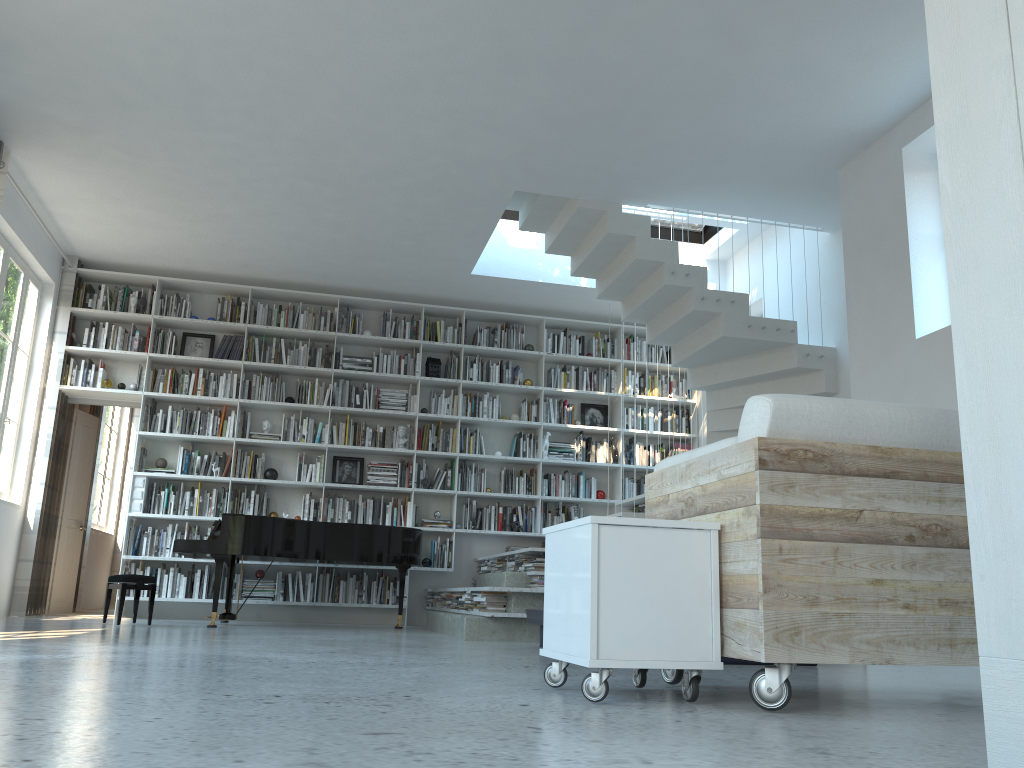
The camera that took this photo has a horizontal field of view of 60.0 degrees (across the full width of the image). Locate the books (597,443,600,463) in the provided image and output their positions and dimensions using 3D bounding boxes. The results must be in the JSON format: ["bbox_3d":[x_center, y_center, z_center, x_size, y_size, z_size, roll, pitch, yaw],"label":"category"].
[{"bbox_3d":[0.879,0.737,9.207,0.028,0.234,0.129,5,-14,-12],"label":"books"}]

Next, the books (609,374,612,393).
[{"bbox_3d":[1.019,0.030,9.383,0.022,0.233,0.159,5,-14,-12],"label":"books"}]

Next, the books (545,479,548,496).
[{"bbox_3d":[0.330,1.066,8.978,0.022,0.183,0.163,5,-14,-12],"label":"books"}]

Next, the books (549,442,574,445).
[{"bbox_3d":[0.483,0.620,9.125,0.285,0.012,0.160,4,-14,-10],"label":"books"}]

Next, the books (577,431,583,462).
[{"bbox_3d":[0.700,0.662,9.144,0.010,0.338,0.180,5,-14,-12],"label":"books"}]

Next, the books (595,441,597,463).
[{"bbox_3d":[0.850,0.727,9.204,0.031,0.249,0.133,5,-14,-12],"label":"books"}]

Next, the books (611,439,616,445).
[{"bbox_3d":[1.065,0.729,9.255,0.029,0.283,0.139,5,-13,-12],"label":"books"}]

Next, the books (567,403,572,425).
[{"bbox_3d":[0.585,0.339,9.205,0.021,0.252,0.167,5,-14,-12],"label":"books"}]

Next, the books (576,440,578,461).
[{"bbox_3d":[0.644,0.710,9.156,0.023,0.246,0.138,5,-14,-12],"label":"books"}]

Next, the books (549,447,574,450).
[{"bbox_3d":[0.482,0.678,9.111,0.285,0.012,0.160,4,-14,-10],"label":"books"}]

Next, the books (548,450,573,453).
[{"bbox_3d":[0.482,0.700,9.100,0.254,0.012,0.161,4,-14,-8],"label":"books"}]

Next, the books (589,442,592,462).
[{"bbox_3d":[0.799,0.710,9.198,0.010,0.277,0.129,5,-13,-12],"label":"books"}]

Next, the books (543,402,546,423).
[{"bbox_3d":[0.320,0.321,9.168,0.030,0.253,0.128,5,-13,-12],"label":"books"}]

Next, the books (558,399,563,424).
[{"bbox_3d":[0.492,0.314,9.186,0.012,0.286,0.177,5,-14,-12],"label":"books"}]

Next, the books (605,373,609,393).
[{"bbox_3d":[0.983,0.021,9.366,0.030,0.240,0.162,5,-14,-12],"label":"books"}]

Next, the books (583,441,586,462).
[{"bbox_3d":[0.716,0.715,9.144,0.030,0.236,0.179,5,-14,-12],"label":"books"}]

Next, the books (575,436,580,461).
[{"bbox_3d":[0.671,0.693,9.159,0.012,0.284,0.160,5,-14,-12],"label":"books"}]

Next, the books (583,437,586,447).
[{"bbox_3d":[0.734,0.700,9.170,0.013,0.279,0.131,5,-13,-12],"label":"books"}]

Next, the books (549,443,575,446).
[{"bbox_3d":[0.483,0.631,9.122,0.285,0.012,0.160,5,-14,-14],"label":"books"}]

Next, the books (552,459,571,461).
[{"bbox_3d":[0.475,0.794,9.079,0.285,0.012,0.160,4,-14,-9],"label":"books"}]

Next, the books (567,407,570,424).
[{"bbox_3d":[0.558,0.356,9.195,0.033,0.212,0.153,5,-14,-12],"label":"books"}]

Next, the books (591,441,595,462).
[{"bbox_3d":[0.824,0.724,9.179,0.031,0.241,0.147,5,-14,-12],"label":"books"}]

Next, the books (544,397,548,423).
[{"bbox_3d":[0.345,0.297,9.166,0.015,0.300,0.141,5,-13,-12],"label":"books"}]

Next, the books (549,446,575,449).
[{"bbox_3d":[0.484,0.665,9.107,0.285,0.012,0.160,6,-14,-17],"label":"books"}]

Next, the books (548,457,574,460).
[{"bbox_3d":[0.477,0.770,9.082,0.285,0.012,0.160,4,-14,-8],"label":"books"}]

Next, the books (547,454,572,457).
[{"bbox_3d":[0.476,0.748,9.094,0.254,0.012,0.161,4,-14,-10],"label":"books"}]

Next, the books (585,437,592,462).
[{"bbox_3d":[0.772,0.699,9.166,0.059,0.281,0.167,5,-14,-12],"label":"books"}]

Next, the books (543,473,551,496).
[{"bbox_3d":[0.358,1.039,8.987,0.047,0.243,0.177,5,-14,-12],"label":"books"}]

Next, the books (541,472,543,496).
[{"bbox_3d":[0.290,1.032,8.990,0.012,0.253,0.161,5,-14,-12],"label":"books"}]

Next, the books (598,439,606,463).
[{"bbox_3d":[0.936,0.717,9.192,0.021,0.270,0.192,5,-14,-12],"label":"books"}]

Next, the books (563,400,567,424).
[{"bbox_3d":[0.537,0.318,9.194,0.014,0.284,0.176,5,-14,-12],"label":"books"}]

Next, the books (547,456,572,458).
[{"bbox_3d":[0.476,0.759,9.087,0.254,0.012,0.161,4,-14,-9],"label":"books"}]

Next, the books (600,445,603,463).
[{"bbox_3d":[0.907,0.748,9.204,0.025,0.212,0.156,5,-14,-12],"label":"books"}]

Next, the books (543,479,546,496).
[{"bbox_3d":[0.308,1.064,8.975,0.023,0.186,0.160,5,-14,-12],"label":"books"}]

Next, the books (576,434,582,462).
[{"bbox_3d":[0.689,0.680,9.138,0.011,0.299,0.184,5,-14,-12],"label":"books"}]

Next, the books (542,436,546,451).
[{"bbox_3d":[0.317,0.671,9.080,0.028,0.266,0.138,5,-14,-12],"label":"books"}]

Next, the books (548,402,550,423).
[{"bbox_3d":[0.359,0.322,9.154,0.011,0.247,0.156,5,-14,-12],"label":"books"}]

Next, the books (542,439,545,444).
[{"bbox_3d":[0.296,0.684,9.040,0.027,0.221,0.184,5,-14,-12],"label":"books"}]

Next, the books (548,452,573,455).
[{"bbox_3d":[0.479,0.724,9.094,0.254,0.012,0.161,6,-14,-17],"label":"books"}]

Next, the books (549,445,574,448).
[{"bbox_3d":[0.482,0.655,9.117,0.285,0.012,0.160,4,-14,-10],"label":"books"}]

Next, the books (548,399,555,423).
[{"bbox_3d":[0.396,0.307,9.172,0.065,0.288,0.146,5,-14,-12],"label":"books"}]

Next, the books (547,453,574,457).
[{"bbox_3d":[0.477,0.737,9.097,0.285,0.012,0.160,5,-14,-14],"label":"books"}]

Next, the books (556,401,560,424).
[{"bbox_3d":[0.460,0.326,9.201,0.043,0.268,0.131,5,-13,-12],"label":"books"}]

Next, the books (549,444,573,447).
[{"bbox_3d":[0.483,0.643,9.119,0.254,0.012,0.161,4,-14,-10],"label":"books"}]

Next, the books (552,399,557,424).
[{"bbox_3d":[0.435,0.313,9.187,0.012,0.284,0.160,5,-14,-12],"label":"books"}]

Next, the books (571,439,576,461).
[{"bbox_3d":[0.631,0.702,9.136,0.012,0.253,0.161,5,-14,-12],"label":"books"}]

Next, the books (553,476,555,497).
[{"bbox_3d":[0.410,1.053,8.995,0.011,0.222,0.163,5,-14,-12],"label":"books"}]

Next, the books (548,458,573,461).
[{"bbox_3d":[0.476,0.783,9.082,0.254,0.012,0.161,6,-14,-16],"label":"books"}]

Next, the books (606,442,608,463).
[{"bbox_3d":[0.965,0.735,9.198,0.041,0.238,0.177,5,-14,-12],"label":"books"}]

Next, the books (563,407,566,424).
[{"bbox_3d":[0.525,0.353,9.172,0.013,0.206,0.190,5,-14,-12],"label":"books"}]

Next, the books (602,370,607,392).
[{"bbox_3d":[0.953,0.001,9.355,0.036,0.271,0.177,5,-14,-12],"label":"books"}]

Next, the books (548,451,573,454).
[{"bbox_3d":[0.477,0.714,9.107,0.254,0.012,0.161,5,-14,-12],"label":"books"}]

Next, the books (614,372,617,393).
[{"bbox_3d":[1.072,0.018,9.391,0.031,0.264,0.170,5,-14,-12],"label":"books"}]

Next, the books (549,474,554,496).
[{"bbox_3d":[0.390,1.043,9.006,0.024,0.246,0.143,5,-14,-12],"label":"books"}]

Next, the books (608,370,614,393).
[{"bbox_3d":[1.044,0.007,9.390,0.026,0.283,0.147,5,-14,-12],"label":"books"}]

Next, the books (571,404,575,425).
[{"bbox_3d":[0.610,0.343,9.199,0.026,0.243,0.178,5,-14,-12],"label":"books"}]

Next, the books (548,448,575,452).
[{"bbox_3d":[0.482,0.689,9.106,0.285,0.012,0.160,6,-14,-15],"label":"books"}]

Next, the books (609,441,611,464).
[{"bbox_3d":[0.993,0.734,9.220,0.024,0.254,0.145,5,-14,-12],"label":"books"}]
